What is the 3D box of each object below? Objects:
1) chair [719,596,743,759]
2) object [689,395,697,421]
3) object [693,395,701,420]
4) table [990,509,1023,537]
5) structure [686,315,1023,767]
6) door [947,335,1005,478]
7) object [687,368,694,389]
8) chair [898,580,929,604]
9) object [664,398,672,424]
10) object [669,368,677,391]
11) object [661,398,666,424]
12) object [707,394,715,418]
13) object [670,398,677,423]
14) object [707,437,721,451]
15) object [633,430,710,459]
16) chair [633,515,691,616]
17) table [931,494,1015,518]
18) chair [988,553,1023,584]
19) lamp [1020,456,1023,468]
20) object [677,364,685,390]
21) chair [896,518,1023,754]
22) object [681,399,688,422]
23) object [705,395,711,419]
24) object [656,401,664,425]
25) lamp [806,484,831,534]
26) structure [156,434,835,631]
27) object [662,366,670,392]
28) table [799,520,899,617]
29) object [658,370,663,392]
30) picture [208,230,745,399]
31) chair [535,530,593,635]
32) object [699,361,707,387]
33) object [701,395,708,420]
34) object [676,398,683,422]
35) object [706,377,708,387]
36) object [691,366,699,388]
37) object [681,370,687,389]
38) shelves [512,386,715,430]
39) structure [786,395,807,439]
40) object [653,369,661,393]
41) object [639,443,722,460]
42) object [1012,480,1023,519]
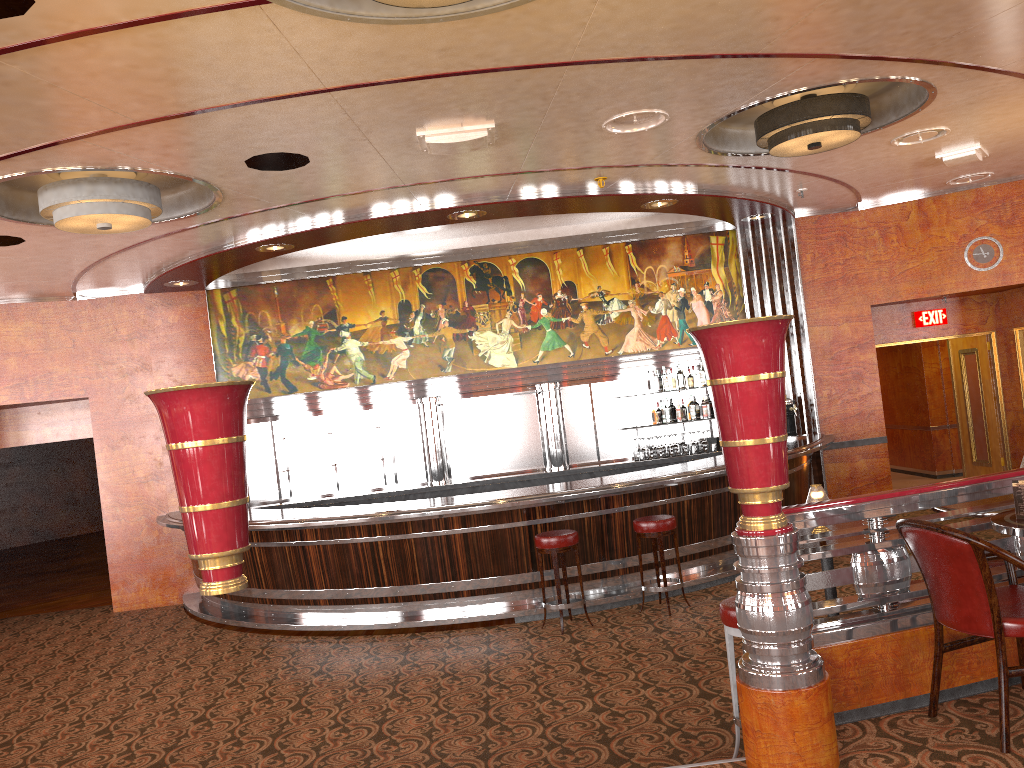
[{"bbox_3d":[1.207,1.407,4.223,0.349,0.755,0.350,-6,-1,-43],"label":"chair"},{"bbox_3d":[2.125,0.280,10.442,0.078,0.305,0.078,-7,0,37],"label":"object"},{"bbox_3d":[2.183,0.281,10.538,0.090,0.293,0.090,-7,0,-8],"label":"object"},{"bbox_3d":[2.293,0.878,3.501,0.640,0.720,0.639,-7,-1,41],"label":"table"},{"bbox_3d":[2.581,-0.192,4.236,4.351,3.605,0.549,-6,-1,-27],"label":"structure"},{"bbox_3d":[5.907,0.360,11.260,0.063,1.983,0.808,-7,0,-7],"label":"door"},{"bbox_3d":[2.102,-0.065,10.451,0.070,0.238,0.070,-7,0,-27],"label":"object"},{"bbox_3d":[1.942,1.317,4.107,0.350,0.755,0.349,-7,-1,40],"label":"chair"},{"bbox_3d":[1.835,0.315,10.464,0.078,0.305,0.078,-7,0,-8],"label":"object"},{"bbox_3d":[1.890,-0.057,10.444,0.080,0.272,0.080,-7,0,-8],"label":"object"},{"bbox_3d":[1.827,0.317,10.554,0.078,0.305,0.206,-7,-1,-5],"label":"object"},{"bbox_3d":[2.364,0.261,10.612,0.090,0.293,0.090,-7,0,32],"label":"object"},{"bbox_3d":[1.910,0.314,10.572,0.090,0.293,0.090,-7,0,-23],"label":"object"},{"bbox_3d":[2.378,0.705,10.414,0.169,0.156,0.195,-7,-1,24],"label":"object"},{"bbox_3d":[1.900,0.719,10.442,0.951,0.245,0.396,-7,-1,2],"label":"object"},{"bbox_3d":[1.204,1.467,7.232,0.350,0.755,0.349,-7,-1,40],"label":"chair"},{"bbox_3d":[2.885,1.119,5.005,0.849,0.960,0.850,-7,-1,-22],"label":"table"},{"bbox_3d":[2.502,1.259,4.558,0.350,0.755,0.349,-7,-1,40],"label":"chair"},{"bbox_3d":[2.924,0.505,4.978,0.130,0.250,0.130,-7,-1,10],"label":"lamp"},{"bbox_3d":[1.978,-0.084,10.424,0.078,0.305,0.078,-7,0,-13],"label":"object"},{"bbox_3d":[1.850,0.879,3.364,0.615,0.817,0.588,-7,-1,-11],"label":"chair"},{"bbox_3d":[2.042,0.308,10.550,0.080,0.272,0.080,-7,0,2],"label":"object"},{"bbox_3d":[2.308,0.270,10.489,0.067,0.282,0.067,-6,-1,-41],"label":"object"},{"bbox_3d":[1.743,0.344,10.523,0.080,0.272,0.080,-7,0,2],"label":"object"},{"bbox_3d":[1.613,0.655,4.664,0.130,0.250,0.130,-7,-1,19],"label":"lamp"},{"bbox_3d":[-0.067,1.503,8.804,7.810,1.047,3.208,-7,-1,-1],"label":"structure"},{"bbox_3d":[1.804,-0.063,10.441,0.078,0.305,0.078,-7,0,-11],"label":"object"},{"bbox_3d":[1.686,1.255,4.634,0.849,0.960,0.849,-7,-1,1],"label":"table"},{"bbox_3d":[1.768,-0.032,10.547,0.090,0.256,0.090,-7,0,20],"label":"object"},{"bbox_3d":[-0.383,-0.804,10.434,6.254,1.322,0.001,-7,0,-1],"label":"picture"},{"bbox_3d":[0.394,1.560,7.050,0.349,0.755,0.350,-7,-1,-28],"label":"chair"},{"bbox_3d":[2.246,-0.116,10.447,0.078,0.305,0.078,-7,0,-21],"label":"object"},{"bbox_3d":[2.257,0.275,10.419,0.067,0.282,0.067,-7,0,-27],"label":"object"},{"bbox_3d":[1.969,0.310,10.466,0.067,0.282,0.067,-7,0,-36],"label":"object"},{"bbox_3d":[2.326,-0.098,10.600,0.090,0.256,0.090,-7,0,5],"label":"object"},{"bbox_3d":[2.168,-0.088,10.549,0.080,0.272,0.080,-7,0,-33],"label":"object"},{"bbox_3d":[2.016,-0.052,10.511,0.068,0.235,0.212,-7,-1,19],"label":"object"},{"bbox_3d":[1.325,0.254,10.500,2.594,0.568,0.339,-7,-1,-1],"label":"shelves"},{"bbox_3d":[3.145,0.392,10.097,0.360,0.540,0.280,-7,-1,19],"label":"structure"},{"bbox_3d":[1.700,-0.039,10.439,0.067,0.282,0.067,-7,-1,44],"label":"object"},{"bbox_3d":[2.198,0.740,10.496,1.425,0.134,0.403,-7,-1,4],"label":"object"},{"bbox_3d":[2.094,0.461,3.538,0.195,0.156,0.169,-6,-1,-41],"label":"object"}]
